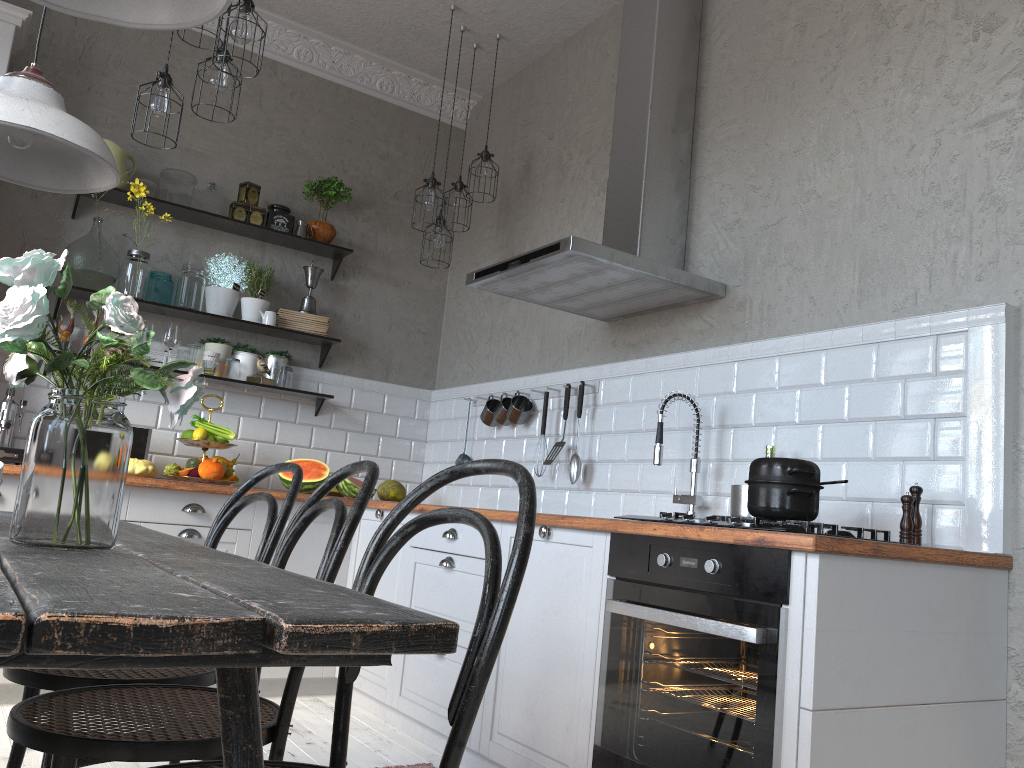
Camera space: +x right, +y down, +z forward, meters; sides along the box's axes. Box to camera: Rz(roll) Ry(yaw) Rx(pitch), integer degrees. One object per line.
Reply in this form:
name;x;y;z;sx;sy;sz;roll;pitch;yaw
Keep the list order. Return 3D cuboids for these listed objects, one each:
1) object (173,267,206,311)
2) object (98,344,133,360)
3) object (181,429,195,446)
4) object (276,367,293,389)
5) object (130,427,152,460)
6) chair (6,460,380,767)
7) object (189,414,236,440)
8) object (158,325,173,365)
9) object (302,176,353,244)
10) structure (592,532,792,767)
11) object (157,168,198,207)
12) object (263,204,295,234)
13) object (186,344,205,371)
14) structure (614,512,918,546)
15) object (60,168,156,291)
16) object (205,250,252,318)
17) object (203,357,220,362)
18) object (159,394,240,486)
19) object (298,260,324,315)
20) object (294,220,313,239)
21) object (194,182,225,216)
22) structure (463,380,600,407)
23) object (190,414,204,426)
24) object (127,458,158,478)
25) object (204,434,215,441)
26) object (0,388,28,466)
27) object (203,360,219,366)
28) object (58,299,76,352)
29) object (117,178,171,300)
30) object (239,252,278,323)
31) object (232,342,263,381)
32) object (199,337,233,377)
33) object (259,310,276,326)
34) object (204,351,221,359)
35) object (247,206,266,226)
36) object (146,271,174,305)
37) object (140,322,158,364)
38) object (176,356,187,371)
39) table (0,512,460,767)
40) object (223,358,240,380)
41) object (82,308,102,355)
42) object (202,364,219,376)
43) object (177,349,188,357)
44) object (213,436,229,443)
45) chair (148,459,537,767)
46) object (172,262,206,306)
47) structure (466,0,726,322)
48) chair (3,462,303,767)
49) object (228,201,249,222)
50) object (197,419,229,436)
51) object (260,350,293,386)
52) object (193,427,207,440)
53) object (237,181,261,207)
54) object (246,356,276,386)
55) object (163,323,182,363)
object;-1.554;-0.453;4.276;0.126;0.206;0.124;7;-9;-10
object;-1.836;-0.156;4.098;0.094;0.111;0.180;-1;-11;35
object;-1.483;0.250;4.106;0.099;0.078;0.098;-3;-12;44
object;-1.152;-0.030;4.501;0.079;0.108;0.076;13;-11;-38
object;-1.806;0.288;3.924;0.358;0.226;0.086;11;-10;-32
chair;-0.566;0.563;1.558;0.558;0.921;0.430;10;-10;-25
object;-1.395;0.203;4.132;0.214;0.101;0.066;10;-10;-26
object;-1.662;-0.170;4.258;0.080;0.217;0.083;-3;-12;43
object;-0.992;-0.919;4.731;0.262;0.397;0.239;7;-9;-8
structure;0.635;0.734;2.275;0.630;0.623;0.610;11;-10;-32
object;-1.634;-0.935;4.314;0.171;0.185;0.173;5;-9;7
object;-1.225;-0.844;4.625;0.145;0.174;0.139;11;-10;-32
object;-1.533;-0.117;4.273;0.077;0.139;0.080;1;-10;30
structure;0.647;0.371;2.321;0.506;0.031;0.593;11;-10;-32
object;-1.896;-0.759;4.064;0.332;0.675;0.339;1;-10;26
object;-1.436;-0.489;4.464;0.247;0.354;0.232;8;-9;-15
object;-1.453;-0.100;4.273;0.078;0.051;0.076;8;-9;-14
object;-1.426;0.258;4.137;0.344;0.426;0.359;-2;-12;42
object;-1.064;-0.497;4.679;0.128;0.288;0.133;-2;-12;42
object;-1.083;-0.795;4.599;0.095;0.096;0.073;11;-10;-32
object;-1.531;-0.915;4.492;0.138;0.220;0.141;3;-9;17
structure;0.054;0.047;4.207;0.096;0.053;1.064;11;-10;-32
object;-1.451;0.171;4.103;0.050;0.058;0.074;0;-11;34
object;-1.623;0.358;3.800;0.201;0.083;0.185;11;-10;-32
object;-1.404;0.262;4.087;0.065;0.061;0.065;11;-10;-32
object;-2.081;0.147;3.651;0.210;0.370;0.346;11;-10;-32
object;-1.455;-0.083;4.270;0.079;0.051;0.075;13;-11;-39
object;-2.026;-0.261;4.029;0.060;0.264;0.054;1;-10;28
object;-1.731;-0.666;4.113;0.195;0.540;0.275;13;-12;-40
object;-1.295;-0.483;4.496;0.167;0.380;0.186;3;-9;18
object;-1.358;-0.102;4.495;0.174;0.214;0.147;6;-9;-3
object;-1.485;-0.132;4.404;0.153;0.217;0.160;-1;-11;37
object;-1.220;-0.327;4.456;0.106;0.071;0.062;6;-9;-3
object;-1.451;-0.125;4.277;0.075;0.051;0.079;-3;-12;43
object;-1.305;-0.838;4.512;0.084;0.113;0.081;9;-10;-22
object;-1.707;-0.450;4.279;0.128;0.172;0.124;11;-10;-29
object;-1.737;-0.184;4.214;0.080;0.217;0.083;-3;-12;43
object;-1.601;-0.089;4.313;0.078;0.083;0.077;8;-9;-15
table;-0.962;0.582;1.311;0.922;0.735;1.881;11;-10;-32
object;-1.385;-0.071;4.380;0.079;0.108;0.076;13;-11;-38
object;-1.929;-0.245;4.074;0.053;0.264;0.061;5;-9;4
object;-1.457;-0.066;4.268;0.079;0.051;0.075;13;-11;-39
object;-1.598;-0.121;4.318;0.078;0.083;0.077;8;-9;-15
object;-1.375;0.275;4.145;0.099;0.062;0.077;0;-10;30
chair;-0.280;0.523;1.121;0.560;0.921;0.429;12;-11;-35
object;-1.611;-0.465;4.417;0.134;0.264;0.129;10;-10;-27
structure;0.384;-1.137;3.515;0.726;1.597;0.698;11;-10;-32
chair;-0.807;0.602;1.966;0.560;0.921;0.429;12;-11;-35
object;-1.381;-0.852;4.467;0.084;0.113;0.081;11;-10;-32
object;-1.408;0.223;4.202;0.182;0.096;0.087;7;-9;-13
object;-1.223;-0.073;4.592;0.162;0.213;0.150;12;-11;-34
object;-1.429;0.232;4.055;0.060;0.069;0.078;8;-9;-13
object;-1.335;-0.957;4.493;0.081;0.113;0.084;-1;-11;37
object;-1.252;-0.063;4.459;0.099;0.147;0.120;1;-10;25
object;-1.612;-0.177;4.186;0.080;0.217;0.083;-3;-12;43
